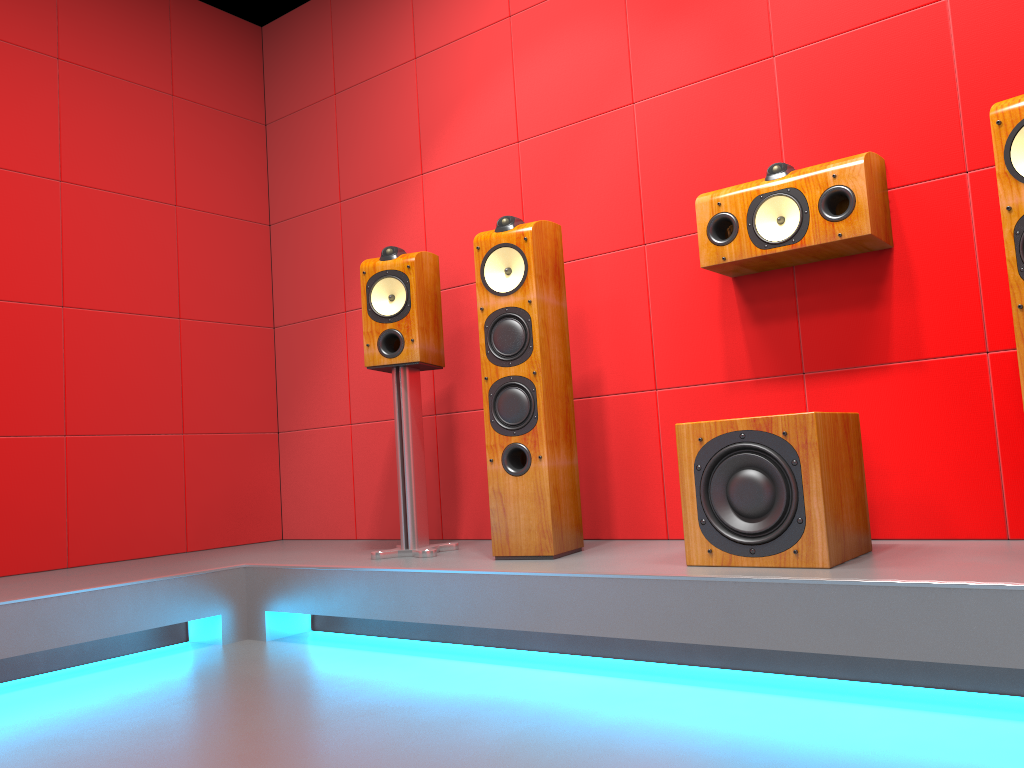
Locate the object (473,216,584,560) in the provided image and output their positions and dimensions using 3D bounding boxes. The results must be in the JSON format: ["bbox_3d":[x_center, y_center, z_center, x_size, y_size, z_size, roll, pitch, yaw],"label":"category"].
[{"bbox_3d":[0.049,0.003,2.766,0.203,1.052,0.238,-6,-6,27],"label":"object"}]

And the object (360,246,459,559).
[{"bbox_3d":[-0.362,0.055,3.075,0.231,1.058,0.265,-5,-5,17],"label":"object"}]

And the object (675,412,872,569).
[{"bbox_3d":[0.672,0.267,2.279,0.360,0.360,0.360,-8,-6,37],"label":"object"}]

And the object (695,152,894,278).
[{"bbox_3d":[0.818,-0.504,2.607,0.493,0.271,0.235,-8,-6,37],"label":"object"}]

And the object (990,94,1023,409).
[{"bbox_3d":[1.226,-0.150,1.907,0.238,1.052,0.203,1,-7,-43],"label":"object"}]
